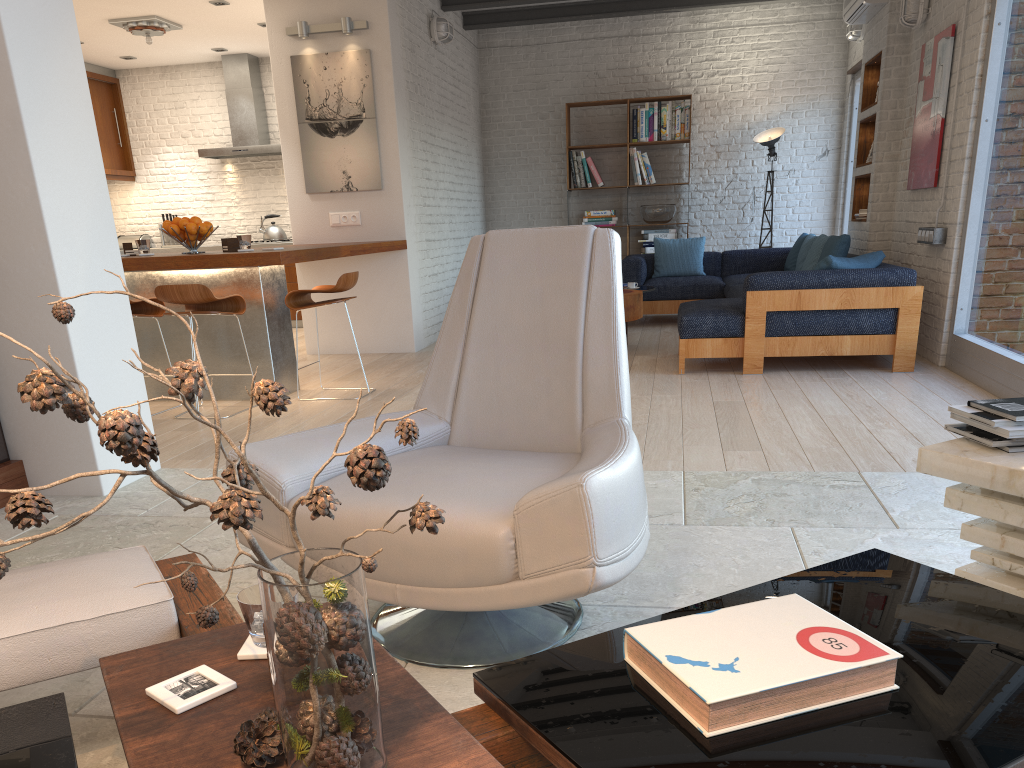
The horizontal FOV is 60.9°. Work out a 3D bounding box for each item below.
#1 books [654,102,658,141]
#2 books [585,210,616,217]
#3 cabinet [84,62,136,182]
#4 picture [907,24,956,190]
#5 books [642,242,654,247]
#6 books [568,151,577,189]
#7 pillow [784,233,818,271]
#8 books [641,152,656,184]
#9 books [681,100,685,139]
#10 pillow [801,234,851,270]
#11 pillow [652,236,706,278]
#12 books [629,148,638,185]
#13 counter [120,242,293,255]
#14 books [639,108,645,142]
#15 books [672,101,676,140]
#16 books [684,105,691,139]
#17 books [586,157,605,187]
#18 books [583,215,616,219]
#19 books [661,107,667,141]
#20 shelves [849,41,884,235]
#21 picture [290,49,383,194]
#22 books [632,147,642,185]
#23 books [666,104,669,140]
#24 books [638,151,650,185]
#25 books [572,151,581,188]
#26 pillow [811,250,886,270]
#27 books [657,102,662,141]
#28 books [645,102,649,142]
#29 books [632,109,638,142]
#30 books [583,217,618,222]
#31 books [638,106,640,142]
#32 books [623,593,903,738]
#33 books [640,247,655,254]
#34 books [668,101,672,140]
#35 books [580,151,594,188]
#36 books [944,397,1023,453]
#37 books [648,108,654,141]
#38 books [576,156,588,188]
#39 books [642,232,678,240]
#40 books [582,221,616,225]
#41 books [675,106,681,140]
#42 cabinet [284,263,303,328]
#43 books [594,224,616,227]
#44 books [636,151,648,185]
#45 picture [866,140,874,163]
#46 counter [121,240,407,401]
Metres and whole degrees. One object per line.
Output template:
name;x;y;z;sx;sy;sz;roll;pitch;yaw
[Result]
books;1.546;-2.806;9.364;0.036;0.402;0.231;1;17;10
books;0.996;-1.916;9.786;0.326;0.058;0.243;0;11;13
cabinet;-4.915;-2.644;8.483;0.462;1.218;3.186;1;12;11
picture;2.868;-1.855;5.993;0.019;1.007;0.706;1;17;10
books;1.624;-1.571;9.771;0.326;0.058;0.243;-2;11;5
books;0.689;-2.371;9.679;0.091;0.403;0.231;1;17;10
pillow;2.783;-1.223;8.320;0.243;0.418;1.055;0;12;9
books;1.498;-2.352;9.538;0.158;0.345;0.242;1;17;10
books;1.825;-2.811;9.323;0.036;0.402;0.231;1;17;10
pillow;2.532;-1.005;7.070;0.254;0.437;1.155;1;12;10
pillow;1.724;-1.308;8.994;0.555;0.429;0.212;0;18;9
books;1.342;-2.380;9.575;0.101;0.403;0.231;1;17;10
counter;-3.350;-1.310;8.684;3.521;0.073;3.178;-1;11;11
books;1.409;-2.777;9.400;0.055;0.346;0.242;1;17;10
books;1.733;-2.810;9.339;0.036;0.402;0.231;1;17;10
books;1.878;-2.787;9.339;0.055;0.346;0.242;1;17;10
books;0.926;-2.345;9.666;0.195;0.334;0.242;1;16;10
books;0.990;-1.879;9.803;0.356;0.022;0.259;-1;11;9
books;1.628;-2.778;9.354;0.055;0.346;0.242;1;17;10
shelves;3.054;-2.003;7.287;0.192;1.498;0.729;1;18;10
picture;-1.397;-2.080;6.969;0.655;1.066;0.019;0;19;10
books;1.375;-2.375;9.547;0.103;0.402;0.231;1;17;10
books;1.668;-2.796;9.356;0.021;0.377;0.258;1;17;10
books;1.453;-2.363;9.556;0.124;0.366;0.258;1;17;10
books;0.727;-2.374;9.680;0.091;0.403;0.231;1;17;10
pillow;2.197;-0.713;5.869;0.556;0.345;0.364;-10;16;-28
books;1.584;-2.808;9.366;0.036;0.402;0.231;1;17;10
books;1.454;-2.805;9.386;0.036;0.402;0.231;1;17;10
books;1.335;-2.779;9.431;0.055;0.346;0.242;1;17;10
books;0.990;-1.847;9.794;0.380;0.038;0.233;-2;11;4
books;1.373;-2.793;9.418;0.021;0.377;0.258;1;17;10
books;0.374;0.420;1.340;0.324;0.059;0.245;-6;12;-18
books;1.656;-1.513;9.798;0.379;0.068;0.233;-3;11;-2
books;1.699;-2.812;9.358;0.036;0.402;0.231;1;17;10
books;0.830;-2.371;9.650;0.121;0.400;0.231;1;17;10
books;1.240;0.115;1.806;0.389;0.083;0.542;-4;11;-5
books;1.504;-2.781;9.400;0.055;0.346;0.242;1;17;10
books;0.782;-2.352;9.697;0.102;0.350;0.242;1;17;10
books;1.651;-1.657;9.767;0.380;0.068;0.233;-2;11;5
books;0.982;-1.811;9.815;0.380;0.038;0.233;-2;11;6
books;1.778;-2.782;9.335;0.055;0.346;0.242;1;17;10
cabinet;-3.580;-1.898;8.886;4.727;2.975;2.180;-8;17;-23
books;0.993;-1.784;9.829;0.355;0.022;0.259;-1;11;10
books;1.430;-2.361;9.552;0.124;0.366;0.258;1;17;10
picture;3.074;-1.991;7.339;0.102;0.256;0.183;-2;16;1
counter;-1.898;-0.499;6.368;1.685;0.966;2.380;0;12;11
